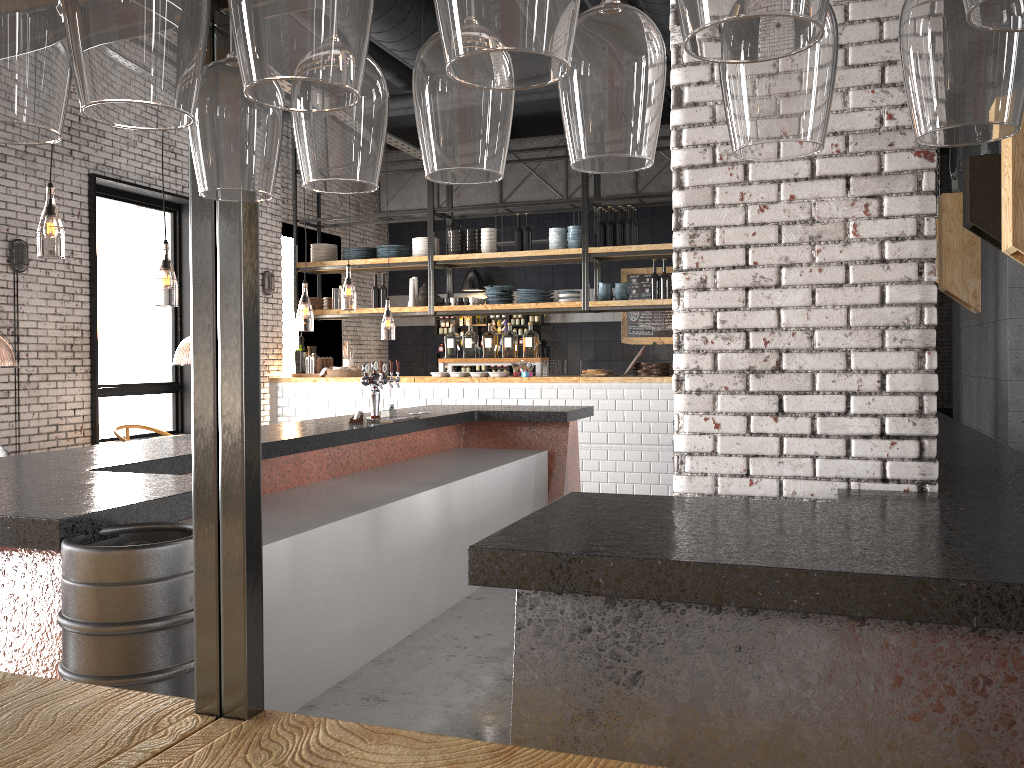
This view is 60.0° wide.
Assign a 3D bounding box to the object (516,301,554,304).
[{"bbox_3d":[0.276,-0.946,10.418,0.454,0.033,0.454,0,2,2],"label":"object"}]

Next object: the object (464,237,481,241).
[{"bbox_3d":[-0.477,-1.715,10.678,0.196,0.102,0.196,0,2,30],"label":"object"}]

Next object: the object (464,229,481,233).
[{"bbox_3d":[-0.476,-1.804,10.681,0.196,0.103,0.196,-1,1,-5],"label":"object"}]

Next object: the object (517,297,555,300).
[{"bbox_3d":[0.277,-0.995,10.416,0.453,0.050,0.454,1,2,40],"label":"object"}]

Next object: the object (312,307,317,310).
[{"bbox_3d":[-2.552,-0.955,11.285,0.157,0.053,0.168,0,2,19],"label":"object"}]

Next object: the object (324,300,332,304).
[{"bbox_3d":[-2.347,-1.040,11.368,0.157,0.053,0.168,0,2,24],"label":"object"}]

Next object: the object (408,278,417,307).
[{"bbox_3d":[-1.222,-1.111,10.865,0.132,0.360,0.127,0,1,45],"label":"object"}]

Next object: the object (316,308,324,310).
[{"bbox_3d":[-2.453,-0.962,11.520,0.157,0.053,0.168,0,2,19],"label":"object"}]

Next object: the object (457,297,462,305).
[{"bbox_3d":[-0.621,-0.974,10.500,0.072,0.097,0.072,0,1,40],"label":"object"}]

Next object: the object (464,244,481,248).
[{"bbox_3d":[-0.475,-1.627,10.681,0.196,0.101,0.196,1,2,39],"label":"object"}]

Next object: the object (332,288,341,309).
[{"bbox_3d":[-2.179,-1.062,11.078,0.152,0.264,0.106,-1,1,-43],"label":"object"}]

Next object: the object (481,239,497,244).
[{"bbox_3d":[-0.274,-1.671,10.606,0.196,0.104,0.196,-1,2,-35],"label":"object"}]

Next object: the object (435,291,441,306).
[{"bbox_3d":[-0.965,-1.043,11.002,0.203,0.213,0.203,-1,1,-33],"label":"object"}]

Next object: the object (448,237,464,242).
[{"bbox_3d":[-0.675,-1.715,10.750,0.196,0.100,0.196,-1,1,-15],"label":"object"}]

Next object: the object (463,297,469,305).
[{"bbox_3d":[-0.548,-0.974,10.474,0.072,0.097,0.072,0,1,28],"label":"object"}]

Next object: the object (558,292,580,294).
[{"bbox_3d":[0.665,-1.043,10.279,0.265,0.034,0.265,0,2,32],"label":"object"}]

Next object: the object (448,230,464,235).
[{"bbox_3d":[-0.678,-1.805,10.752,0.196,0.105,0.196,1,2,41],"label":"object"}]

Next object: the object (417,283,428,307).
[{"bbox_3d":[-1.063,-1.086,10.824,0.196,0.305,0.196,-1,1,-33],"label":"object"}]

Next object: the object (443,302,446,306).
[{"bbox_3d":[-0.806,-0.977,10.690,0.072,0.097,0.072,0,1,19],"label":"object"}]

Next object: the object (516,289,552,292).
[{"bbox_3d":[0.277,-1.090,10.415,0.453,0.062,0.454,1,2,35],"label":"object"}]

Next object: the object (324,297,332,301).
[{"bbox_3d":[-2.347,-1.082,11.367,0.157,0.053,0.168,0,2,24],"label":"object"}]

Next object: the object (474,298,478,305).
[{"bbox_3d":[-0.435,-0.977,10.559,0.072,0.097,0.072,0,1,23],"label":"object"}]

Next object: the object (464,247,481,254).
[{"bbox_3d":[-0.474,-1.583,10.684,0.196,0.104,0.196,-1,2,-34],"label":"object"}]

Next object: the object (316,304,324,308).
[{"bbox_3d":[-2.453,-1.007,11.520,0.157,0.053,0.168,0,2,19],"label":"object"}]

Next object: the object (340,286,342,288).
[{"bbox_3d":[-2.118,-1.094,11.324,0.179,0.313,0.126,-1,1,-38],"label":"object"}]

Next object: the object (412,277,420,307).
[{"bbox_3d":[-1.205,-1.131,11.019,0.126,0.394,0.126,-1,1,-31],"label":"object"}]

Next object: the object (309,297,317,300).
[{"bbox_3d":[-2.553,-1.077,11.284,0.157,0.053,0.168,0,2,19],"label":"object"}]

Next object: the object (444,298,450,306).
[{"bbox_3d":[-0.772,-0.974,10.553,0.072,0.097,0.072,0,1,41],"label":"object"}]

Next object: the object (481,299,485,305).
[{"bbox_3d":[-0.357,-0.984,10.779,0.072,0.097,0.072,0,1,20],"label":"object"}]

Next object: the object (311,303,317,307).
[{"bbox_3d":[-2.552,-1.000,11.284,0.157,0.053,0.168,0,2,19],"label":"object"}]

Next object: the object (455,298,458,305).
[{"bbox_3d":[-0.659,-0.977,10.638,0.072,0.097,0.072,0,1,21],"label":"object"}]

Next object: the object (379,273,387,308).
[{"bbox_3d":[-1.634,-1.172,11.246,0.098,0.471,0.098,-1,0,-3],"label":"object"}]

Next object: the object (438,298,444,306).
[{"bbox_3d":[-0.845,-0.974,10.579,0.072,0.097,0.072,0,1,42],"label":"object"}]

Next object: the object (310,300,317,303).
[{"bbox_3d":[-2.553,-1.036,11.284,0.157,0.053,0.168,0,2,19],"label":"object"}]

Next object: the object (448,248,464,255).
[{"bbox_3d":[-0.674,-1.583,10.753,0.196,0.102,0.196,0,2,32],"label":"object"}]

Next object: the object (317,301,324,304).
[{"bbox_3d":[-2.454,-1.043,11.520,0.157,0.053,0.168,0,2,19],"label":"object"}]

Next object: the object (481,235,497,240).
[{"bbox_3d":[-0.274,-1.715,10.611,0.196,0.103,0.196,0,2,36],"label":"object"}]

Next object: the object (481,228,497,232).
[{"bbox_3d":[-0.273,-1.804,10.610,0.196,0.103,0.196,-1,1,-3],"label":"object"}]

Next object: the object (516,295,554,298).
[{"bbox_3d":[0.273,-1.019,10.416,0.453,0.062,0.454,-1,2,-26],"label":"object"}]

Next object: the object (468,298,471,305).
[{"bbox_3d":[-0.509,-0.977,10.585,0.072,0.097,0.072,-1,1,-21],"label":"object"}]

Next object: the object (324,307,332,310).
[{"bbox_3d":[-2.346,-0.959,11.368,0.157,0.053,0.168,0,2,24],"label":"object"}]

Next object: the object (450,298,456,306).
[{"bbox_3d":[-0.698,-0.974,10.527,0.072,0.097,0.072,-1,1,-31],"label":"object"}]

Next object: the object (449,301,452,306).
[{"bbox_3d":[-0.733,-0.977,10.664,0.072,0.097,0.072,0,1,6],"label":"object"}]

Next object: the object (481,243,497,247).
[{"bbox_3d":[-0.276,-1.627,10.607,0.196,0.104,0.196,-1,1,-5],"label":"object"}]

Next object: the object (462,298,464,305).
[{"bbox_3d":[-0.582,-0.977,10.610,0.072,0.097,0.072,-1,1,-43],"label":"object"}]

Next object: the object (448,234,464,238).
[{"bbox_3d":[-0.672,-1.761,10.746,0.196,0.107,0.196,-2,2,-42],"label":"object"}]

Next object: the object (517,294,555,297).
[{"bbox_3d":[0.276,-1.043,10.414,0.454,0.065,0.453,-1,2,-18],"label":"object"}]

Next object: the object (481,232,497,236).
[{"bbox_3d":[-0.274,-1.759,10.608,0.196,0.100,0.196,0,1,15],"label":"object"}]

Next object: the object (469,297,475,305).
[{"bbox_3d":[-0.474,-0.974,10.448,0.072,0.097,0.072,-1,1,-39],"label":"object"}]

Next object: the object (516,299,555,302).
[{"bbox_3d":[0.275,-0.971,10.417,0.454,0.042,0.454,-1,2,-6],"label":"object"}]

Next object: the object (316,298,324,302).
[{"bbox_3d":[-2.454,-1.085,11.519,0.157,0.053,0.168,0,2,19],"label":"object"}]

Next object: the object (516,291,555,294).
[{"bbox_3d":[0.274,-1.065,10.416,0.454,0.048,0.454,-2,2,-44],"label":"object"}]

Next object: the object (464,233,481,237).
[{"bbox_3d":[-0.477,-1.760,10.678,0.196,0.102,0.196,0,1,13],"label":"object"}]

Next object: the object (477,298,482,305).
[{"bbox_3d":[-0.396,-0.980,10.669,0.072,0.097,0.072,0,1,19],"label":"object"}]

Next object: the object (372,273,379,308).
[{"bbox_3d":[-1.735,-1.173,11.281,0.098,0.471,0.098,-1,0,-3],"label":"object"}]

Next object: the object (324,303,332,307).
[{"bbox_3d":[-2.346,-1.004,11.368,0.157,0.053,0.168,0,2,24],"label":"object"}]

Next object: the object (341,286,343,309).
[{"bbox_3d":[-2.080,-1.075,11.157,0.118,0.293,0.169,0,1,25],"label":"object"}]

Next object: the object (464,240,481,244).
[{"bbox_3d":[-0.475,-1.672,10.676,0.196,0.107,0.196,-1,1,-9],"label":"object"}]

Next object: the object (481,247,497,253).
[{"bbox_3d":[-0.273,-1.583,10.606,0.196,0.105,0.196,-1,1,-3],"label":"object"}]
